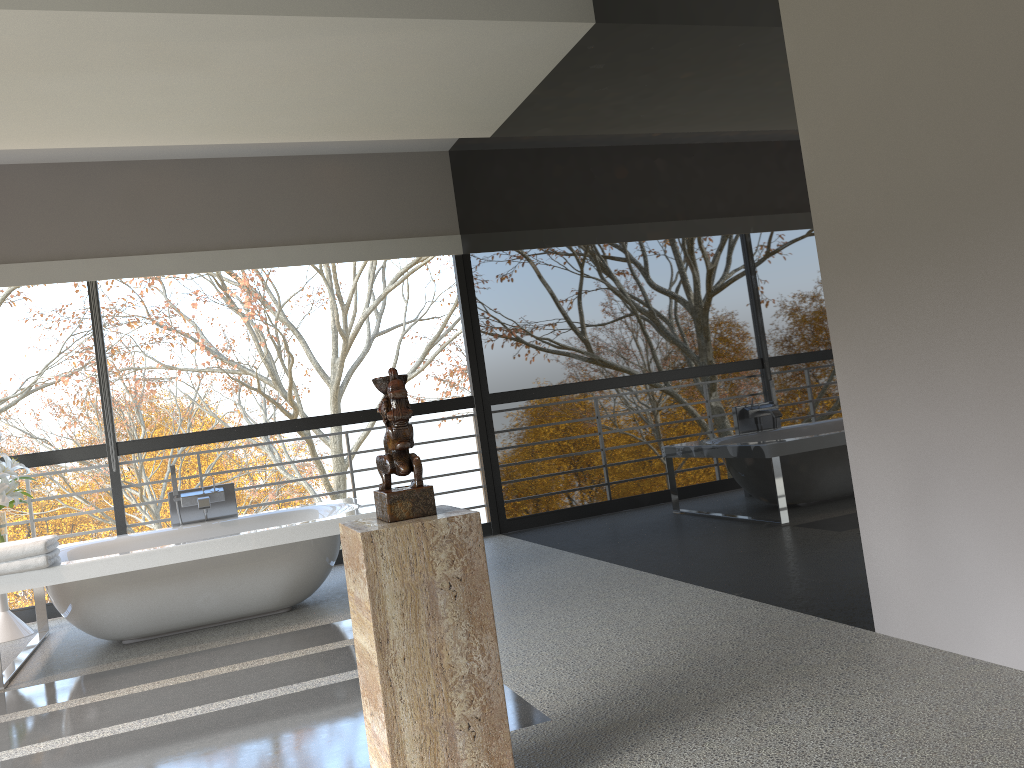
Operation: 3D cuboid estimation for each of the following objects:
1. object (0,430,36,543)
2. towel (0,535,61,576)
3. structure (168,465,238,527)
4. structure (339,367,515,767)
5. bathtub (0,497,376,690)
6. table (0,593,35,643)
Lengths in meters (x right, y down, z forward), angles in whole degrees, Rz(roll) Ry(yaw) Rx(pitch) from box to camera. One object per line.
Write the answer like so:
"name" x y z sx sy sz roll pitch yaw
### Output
"object" -3.142 0.646 5.304 0.450 0.796 0.459 -8 -2 8
"towel" -2.318 0.814 4.160 0.322 0.145 0.305 -7 -2 -17
"structure" -1.898 0.923 5.512 0.402 0.885 0.330 -7 -2 -20
"structure" -0.244 0.493 2.219 0.292 1.074 0.328 -7 -2 -20
"bathtub" -1.711 1.067 4.922 1.959 0.504 1.326 -7 -2 -20
"table" -3.044 1.276 5.289 0.308 0.479 0.307 -6 -3 -36
